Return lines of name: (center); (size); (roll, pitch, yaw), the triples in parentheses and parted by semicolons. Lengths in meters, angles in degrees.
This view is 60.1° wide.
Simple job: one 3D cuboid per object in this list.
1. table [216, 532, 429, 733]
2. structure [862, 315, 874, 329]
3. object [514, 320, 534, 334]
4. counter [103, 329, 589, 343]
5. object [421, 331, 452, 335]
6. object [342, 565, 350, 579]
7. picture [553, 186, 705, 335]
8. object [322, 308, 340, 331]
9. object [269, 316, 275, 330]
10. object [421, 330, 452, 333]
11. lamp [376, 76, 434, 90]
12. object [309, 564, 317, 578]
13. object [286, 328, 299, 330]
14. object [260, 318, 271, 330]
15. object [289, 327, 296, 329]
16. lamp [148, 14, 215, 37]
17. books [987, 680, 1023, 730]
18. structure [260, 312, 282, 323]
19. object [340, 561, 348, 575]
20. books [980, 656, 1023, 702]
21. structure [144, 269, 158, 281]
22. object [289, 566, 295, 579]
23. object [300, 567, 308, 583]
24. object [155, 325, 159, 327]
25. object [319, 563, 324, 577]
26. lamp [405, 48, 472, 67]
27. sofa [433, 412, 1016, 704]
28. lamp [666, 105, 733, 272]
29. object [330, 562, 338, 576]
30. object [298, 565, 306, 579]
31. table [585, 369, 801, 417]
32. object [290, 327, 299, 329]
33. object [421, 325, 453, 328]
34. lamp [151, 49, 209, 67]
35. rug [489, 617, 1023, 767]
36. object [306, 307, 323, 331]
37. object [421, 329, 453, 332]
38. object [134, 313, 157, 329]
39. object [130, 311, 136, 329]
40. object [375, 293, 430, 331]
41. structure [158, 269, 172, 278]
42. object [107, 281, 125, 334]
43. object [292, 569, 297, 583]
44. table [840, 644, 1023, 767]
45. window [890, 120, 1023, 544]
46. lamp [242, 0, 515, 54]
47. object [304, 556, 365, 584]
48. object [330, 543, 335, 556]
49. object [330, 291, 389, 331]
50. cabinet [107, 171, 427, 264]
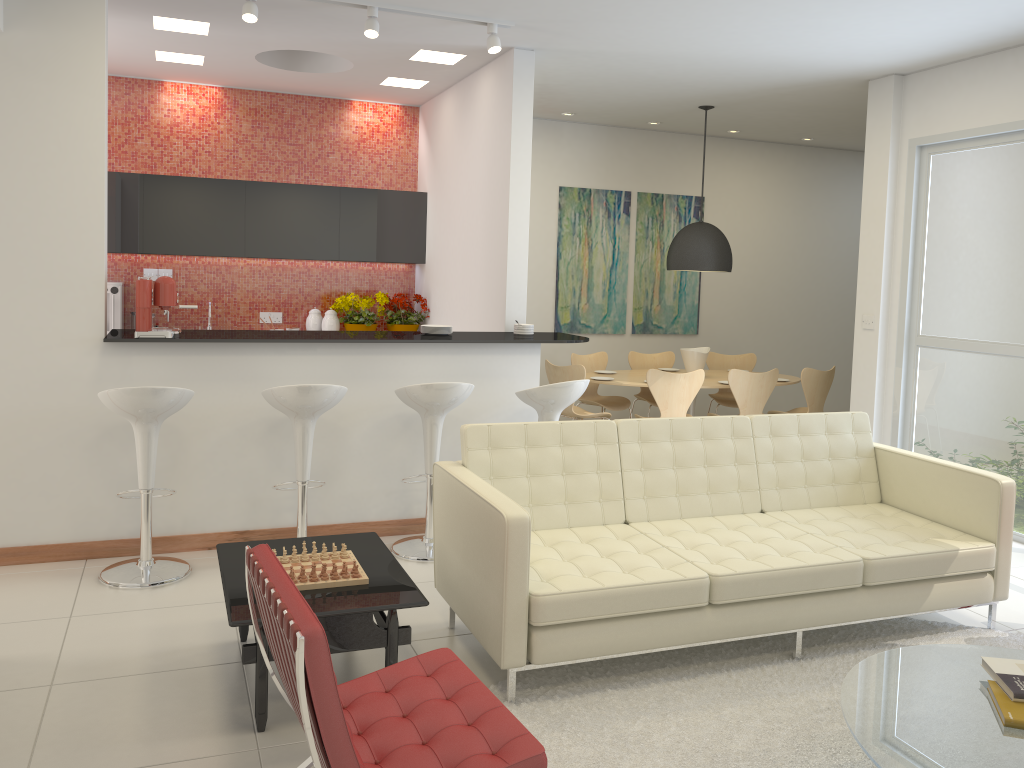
table: (-0.795, 0.950, 3.541); (0.701, 0.420, 0.921); (-1, 7, -21)
structure: (2.719, -0.473, 6.759); (0.013, 0.104, 0.114); (0, 6, -21)
object: (0.068, -0.398, 6.140); (0.173, 0.097, 0.140); (-2, 7, -28)
counter: (-0.905, -0.298, 5.545); (2.964, 0.019, 0.739); (-1, 8, -21)
object: (-0.497, -0.335, 5.830); (0.210, 0.015, 0.211); (5, 8, 22)
object: (-0.636, 0.716, 3.395); (0.030, 0.052, 0.030); (1, 5, -14)
picture: (1.260, -1.280, 9.377); (1.738, 1.501, 0.020); (0, 4, -21)
object: (-1.628, -0.538, 7.951); (0.160, 0.282, 0.160); (5, 5, 30)
object: (-2.103, -0.497, 7.818); (0.140, 0.194, 0.009); (6, 5, 38)
object: (-0.497, -0.342, 5.830); (0.210, 0.015, 0.211); (5, 8, 22)
lamp: (-0.907, -2.550, 7.452); (0.408, 0.034, 0.410); (-1, 8, -21)
object: (-0.762, 0.714, 3.389); (0.030, 0.049, 0.030); (1, 5, -14)
object: (-1.978, -0.458, 7.986); (0.121, 0.084, 0.121); (6, 7, 34)
object: (-2.128, -0.489, 7.759); (0.164, 0.177, 0.011); (1, 4, -8)
object: (-1.979, -0.505, 7.992); (0.008, 0.009, 0.235); (2, 7, 3)
lamp: (-2.198, -2.397, 5.887); (0.408, 0.034, 0.410); (-1, 8, -21)
books: (1.567, 0.943, 2.537); (0.324, 0.026, 0.257); (4, 7, 18)
structure: (-2.201, -0.605, 8.089); (0.198, 0.099, 0.016); (-1, 4, -21)
object: (-0.651, 0.713, 3.432); (0.030, 0.049, 0.030); (1, 5, -14)
books: (1.631, 0.902, 2.666); (0.324, 0.026, 0.257); (3, 7, 8)
structure: (-3.142, -0.950, 7.700); (0.114, 0.104, 0.013); (0, 4, -21)
object: (-0.837, 0.715, 3.360); (0.030, 0.049, 0.030); (1, 5, -14)
object: (-0.785, 0.717, 3.337); (0.030, 0.054, 0.030); (1, 5, -14)
object: (-3.050, -0.457, 7.597); (0.037, 0.092, 0.037); (0, 5, -21)
object: (-0.725, 0.714, 3.404); (0.030, 0.049, 0.030); (1, 5, -14)
lamp: (-0.549, -2.423, 6.525); (0.408, 0.034, 0.410); (-1, 8, -21)
sofa: (0.994, 0.677, 4.156); (2.564, 0.919, 1.006); (-1, 6, -21)
lamp: (1.744, -1.780, 8.101); (0.594, 1.488, 0.597); (0, 4, -19)
object: (-0.688, 0.713, 3.418); (0.030, 0.049, 0.030); (1, 5, -14)
object: (-0.800, 0.715, 3.375); (0.030, 0.049, 0.030); (1, 5, -14)
table: (1.657, 0.297, 8.241); (2.262, 0.726, 1.286); (-1, 7, -20)
object: (-1.964, -0.502, 7.967); (0.008, 0.009, 0.235); (3, 7, 8)
object: (-0.495, -0.376, 5.828); (0.210, 0.015, 0.211); (5, 8, 22)
lamp: (-2.556, -2.524, 6.814); (0.408, 0.034, 0.410); (-1, 8, -21)
rug: (1.312, 1.287, 3.057); (3.327, 0.004, 2.456); (-1, 8, -20)
object: (-1.792, -0.555, 8.047); (0.160, 0.282, 0.160); (5, 5, 30)
object: (-0.496, -0.349, 5.829); (0.210, 0.015, 0.211); (5, 8, 22)
object: (-3.071, -0.486, 7.418); (0.172, 0.214, 0.173); (2, 5, -3)
object: (-3.192, -0.515, 7.620); (0.172, 0.214, 0.173); (2, 5, -3)
object: (-0.994, -0.635, 8.192); (0.503, 0.447, 0.524); (-3, 8, -41)
structure: (-3.033, -0.952, 7.745); (0.114, 0.104, 0.008); (0, 4, -21)
object: (-3.582, -0.609, 7.262); (0.722, 0.469, 0.437); (0, 6, -21)
object: (-0.823, 0.719, 3.323); (0.030, 0.052, 0.030); (1, 5, -14)
table: (1.597, 1.190, 2.296); (1.320, 0.402, 1.545); (-1, 7, -22)
window: (3.552, -0.240, 5.040); (0.121, 2.702, 3.450); (0, 6, -21)
lamp: (-0.845, -2.160, 5.256); (1.822, 0.198, 0.113); (-1, 5, -21)
object: (-0.780, 0.725, 3.491); (0.346, 0.001, 0.351); (-1, 8, -21)
object: (-0.737, 0.681, 3.656); (0.030, 0.052, 0.030); (-1, 5, -29)
object: (-1.385, -0.628, 8.037); (0.522, 0.447, 0.505); (0, 6, -19)
cabinet: (-2.359, -1.442, 7.781); (3.242, 0.657, 0.353); (-1, 5, -21)
